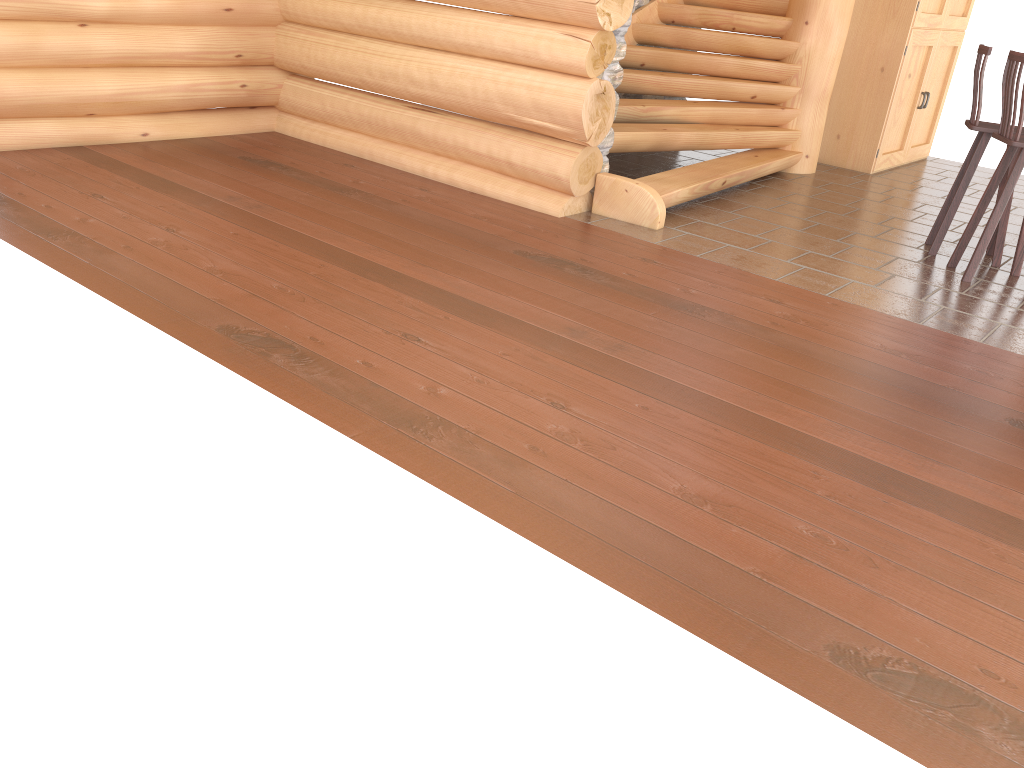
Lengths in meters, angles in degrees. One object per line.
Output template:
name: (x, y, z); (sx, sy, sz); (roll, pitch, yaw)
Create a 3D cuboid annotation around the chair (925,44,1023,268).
chair: (3.112, -1.482, 5.789); (0.504, 1.319, 0.406); (14, 26, 16)

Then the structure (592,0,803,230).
structure: (1.237, -2.602, 7.344); (1.951, 1.643, 3.604); (21, 29, 28)

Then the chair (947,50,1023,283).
chair: (3.062, -1.263, 5.318); (0.504, 1.319, 0.406); (9, 25, 5)

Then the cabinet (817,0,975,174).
cabinet: (3.964, -3.447, 8.856); (0.670, 2.403, 1.847); (24, 31, 33)
